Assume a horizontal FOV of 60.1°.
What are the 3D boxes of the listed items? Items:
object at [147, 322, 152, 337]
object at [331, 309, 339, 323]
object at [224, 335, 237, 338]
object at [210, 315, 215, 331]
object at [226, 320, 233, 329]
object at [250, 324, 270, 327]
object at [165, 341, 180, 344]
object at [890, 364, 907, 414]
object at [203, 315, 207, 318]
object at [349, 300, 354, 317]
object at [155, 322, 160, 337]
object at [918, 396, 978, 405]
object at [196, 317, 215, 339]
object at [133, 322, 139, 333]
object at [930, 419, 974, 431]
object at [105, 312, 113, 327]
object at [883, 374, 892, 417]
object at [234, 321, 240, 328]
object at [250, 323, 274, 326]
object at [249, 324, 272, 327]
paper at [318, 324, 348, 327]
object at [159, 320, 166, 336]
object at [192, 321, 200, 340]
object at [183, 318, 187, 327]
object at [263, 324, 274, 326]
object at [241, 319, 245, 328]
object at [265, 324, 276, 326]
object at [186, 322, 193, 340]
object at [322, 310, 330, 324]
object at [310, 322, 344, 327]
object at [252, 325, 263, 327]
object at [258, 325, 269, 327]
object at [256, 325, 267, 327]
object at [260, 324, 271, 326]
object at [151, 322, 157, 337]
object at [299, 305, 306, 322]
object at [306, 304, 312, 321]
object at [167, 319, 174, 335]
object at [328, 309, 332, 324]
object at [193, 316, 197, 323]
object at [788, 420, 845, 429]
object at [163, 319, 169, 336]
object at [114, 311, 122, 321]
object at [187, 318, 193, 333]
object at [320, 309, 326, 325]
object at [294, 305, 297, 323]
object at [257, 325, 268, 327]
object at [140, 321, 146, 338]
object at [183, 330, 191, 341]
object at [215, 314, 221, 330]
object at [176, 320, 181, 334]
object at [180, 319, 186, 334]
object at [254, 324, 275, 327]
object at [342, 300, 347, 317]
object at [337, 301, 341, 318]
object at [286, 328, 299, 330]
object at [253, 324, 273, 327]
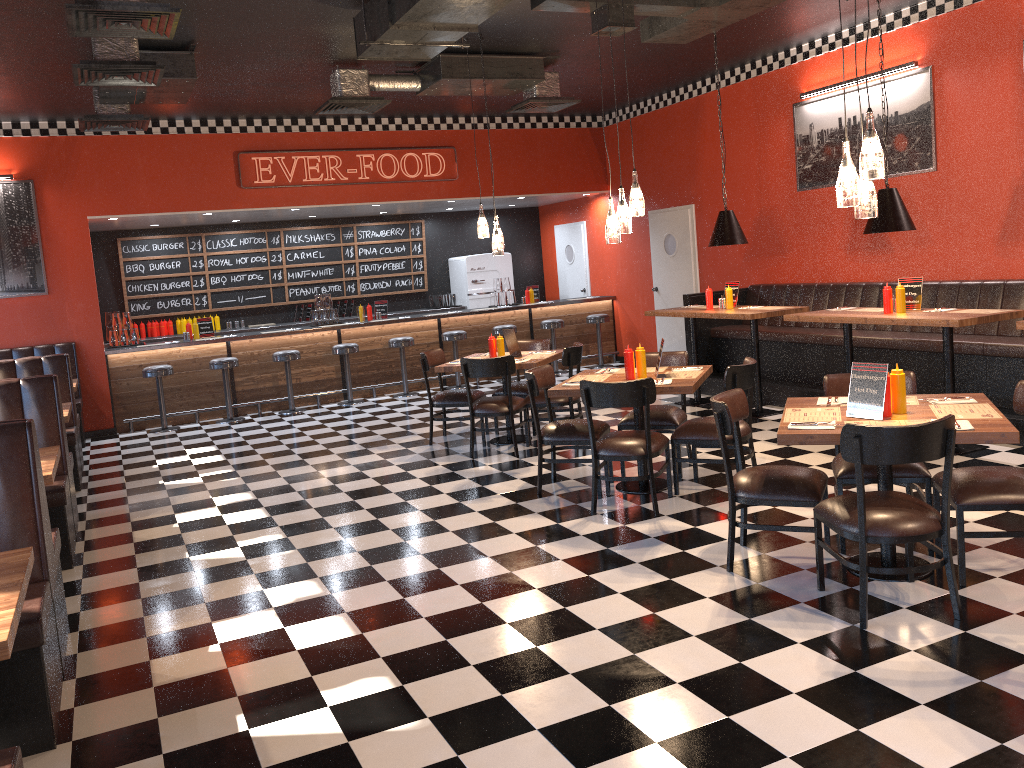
[{"bbox_3d":[-5.195,-0.790,12.705,0.068,0.237,0.068,-7,6,-22],"label":"object"},{"bbox_3d":[-2.398,-0.915,11.999,0.105,0.208,0.106,-3,6,20],"label":"object"},{"bbox_3d":[-3.567,-0.610,11.215,0.158,0.019,0.256,-7,8,-19],"label":"object"},{"bbox_3d":[-4.426,-0.902,13.041,0.068,0.237,0.068,-7,6,-23],"label":"object"},{"bbox_3d":[-4.197,-0.883,13.144,0.093,0.135,0.047,-4,6,10],"label":"object"},{"bbox_3d":[-3.757,-0.887,13.295,0.366,0.001,0.262,-8,9,-24],"label":"object"},{"bbox_3d":[-4.187,-0.517,10.914,0.158,0.019,0.255,-9,9,-28],"label":"object"},{"bbox_3d":[1.833,0.021,4.206,0.068,0.237,0.068,-7,6,-19],"label":"object"},{"bbox_3d":[-4.499,-0.889,12.997,0.068,0.237,0.068,-8,6,-27],"label":"object"},{"bbox_3d":[-2.511,-1.187,13.872,0.072,0.256,0.189,-7,7,-19],"label":"object"},{"bbox_3d":[-5.107,-0.803,12.741,0.068,0.237,0.068,-7,6,-22],"label":"object"},{"bbox_3d":[2.159,0.078,4.400,0.255,0.019,0.158,-3,8,14],"label":"object"},{"bbox_3d":[-3.930,-0.721,11.367,0.189,0.256,0.072,-9,7,-34],"label":"object"},{"bbox_3d":[-5.345,-0.761,12.584,0.068,0.237,0.068,0,7,42],"label":"object"},{"bbox_3d":[1.920,0.170,3.875,0.157,0.019,0.256,-2,8,20],"label":"object"},{"bbox_3d":[-5.572,-0.892,12.244,0.106,0.208,0.105,-10,8,-39],"label":"object"},{"bbox_3d":[1.748,0.033,4.169,0.068,0.237,0.068,-7,6,-19],"label":"object"},{"bbox_3d":[-4.099,-0.898,13.198,0.046,0.135,0.094,-3,6,20],"label":"object"},{"bbox_3d":[-3.757,-0.889,13.295,0.366,0.001,0.262,-8,9,-23],"label":"object"},{"bbox_3d":[-3.757,-0.884,13.295,0.366,0.001,0.262,-8,8,-21],"label":"object"},{"bbox_3d":[-2.363,-0.776,11.742,0.366,0.001,0.262,-8,9,-23],"label":"paper"},{"bbox_3d":[-5.018,-0.806,12.712,0.068,0.237,0.068,-7,6,-22],"label":"object"},{"bbox_3d":[-3.995,-0.682,11.192,0.068,0.237,0.068,-7,6,-23],"label":"object"},{"bbox_3d":[-4.759,-0.854,12.897,0.068,0.237,0.068,-7,6,-22],"label":"object"},{"bbox_3d":[-3.757,-0.881,13.295,0.366,0.001,0.262,-8,8,-21],"label":"object"},{"bbox_3d":[-4.013,-0.905,13.192,0.047,0.135,0.094,-8,7,-29],"label":"object"},{"bbox_3d":[-3.757,-0.878,13.296,0.366,0.001,0.262,-8,9,-25],"label":"object"},{"bbox_3d":[-4.091,-0.679,11.226,0.068,0.237,0.068,-7,6,-23],"label":"object"},{"bbox_3d":[-2.512,-0.899,11.955,0.105,0.208,0.106,-3,6,20],"label":"object"},{"bbox_3d":[-2.515,-0.811,12.026,0.438,0.018,0.273,-8,9,-24],"label":"object"},{"bbox_3d":[-3.757,-0.883,13.295,0.366,0.001,0.262,-8,9,-25],"label":"object"},{"bbox_3d":[-3.756,-0.874,13.296,0.366,0.001,0.262,-8,9,-23],"label":"object"},{"bbox_3d":[-3.756,-0.877,13.296,0.366,0.001,0.262,-8,8,-22],"label":"object"},{"bbox_3d":[-3.757,-0.886,13.295,0.366,0.001,0.262,-8,9,-23],"label":"object"},{"bbox_3d":[-5.113,-0.790,12.650,0.068,0.237,0.068,0,7,42],"label":"object"},{"bbox_3d":[-3.218,-1.083,13.546,0.073,0.259,0.193,-7,7,-22],"label":"object"},{"bbox_3d":[-3.118,-1.098,13.594,0.072,0.256,0.188,-8,7,-29],"label":"object"},{"bbox_3d":[-4.925,-0.823,12.773,0.068,0.237,0.068,-7,6,-22],"label":"object"},{"bbox_3d":[-2.457,-0.924,12.101,0.105,0.208,0.106,-3,6,20],"label":"object"},{"bbox_3d":[-4.631,-0.874,12.968,0.068,0.237,0.068,0,7,42],"label":"object"},{"bbox_3d":[1.404,0.186,4.079,0.255,0.019,0.158,-1,9,23],"label":"object"},{"bbox_3d":[-5.009,-0.821,12.811,0.068,0.237,0.068,-7,6,-23],"label":"object"},{"bbox_3d":[-5.473,-0.908,12.295,0.106,0.208,0.105,-10,8,-39],"label":"object"},{"bbox_3d":[-4.684,-0.859,12.892,0.068,0.237,0.068,-8,6,-26],"label":"object"},{"bbox_3d":[-2.564,-0.908,12.051,0.105,0.208,0.106,-3,6,20],"label":"object"},{"bbox_3d":[-3.304,-1.071,13.513,0.070,0.257,0.189,-7,6,-17],"label":"object"},{"bbox_3d":[-3.756,-0.876,13.296,0.366,0.001,0.262,-8,8,-19],"label":"object"},{"bbox_3d":[-5.265,-0.774,12.627,0.068,0.237,0.068,-6,6,-8],"label":"object"},{"bbox_3d":[-4.082,-0.610,11.105,0.093,0.135,0.047,-4,6,10],"label":"object"},{"bbox_3d":[-4.349,-0.913,13.077,0.068,0.237,0.068,-7,6,-22],"label":"object"},{"bbox_3d":[-4.831,-0.841,12.847,0.068,0.237,0.068,0,7,42],"label":"object"},{"bbox_3d":[-4.754,-0.840,12.796,0.068,0.237,0.068,0,7,42],"label":"object"},{"bbox_3d":[-3.757,-0.880,13.295,0.366,0.001,0.262,-8,8,-22],"label":"object"},{"bbox_3d":[-2.611,-1.172,13.826,0.074,0.256,0.190,-7,7,-22],"label":"object"},{"bbox_3d":[-2.713,-1.157,13.780,0.072,0.256,0.189,-7,7,-19],"label":"object"},{"bbox_3d":[-2.854,-0.719,11.567,0.158,0.019,0.255,-9,9,-28],"label":"object"},{"bbox_3d":[-3.757,-0.882,13.295,0.366,0.001,0.261,-9,9,-27],"label":"object"}]
